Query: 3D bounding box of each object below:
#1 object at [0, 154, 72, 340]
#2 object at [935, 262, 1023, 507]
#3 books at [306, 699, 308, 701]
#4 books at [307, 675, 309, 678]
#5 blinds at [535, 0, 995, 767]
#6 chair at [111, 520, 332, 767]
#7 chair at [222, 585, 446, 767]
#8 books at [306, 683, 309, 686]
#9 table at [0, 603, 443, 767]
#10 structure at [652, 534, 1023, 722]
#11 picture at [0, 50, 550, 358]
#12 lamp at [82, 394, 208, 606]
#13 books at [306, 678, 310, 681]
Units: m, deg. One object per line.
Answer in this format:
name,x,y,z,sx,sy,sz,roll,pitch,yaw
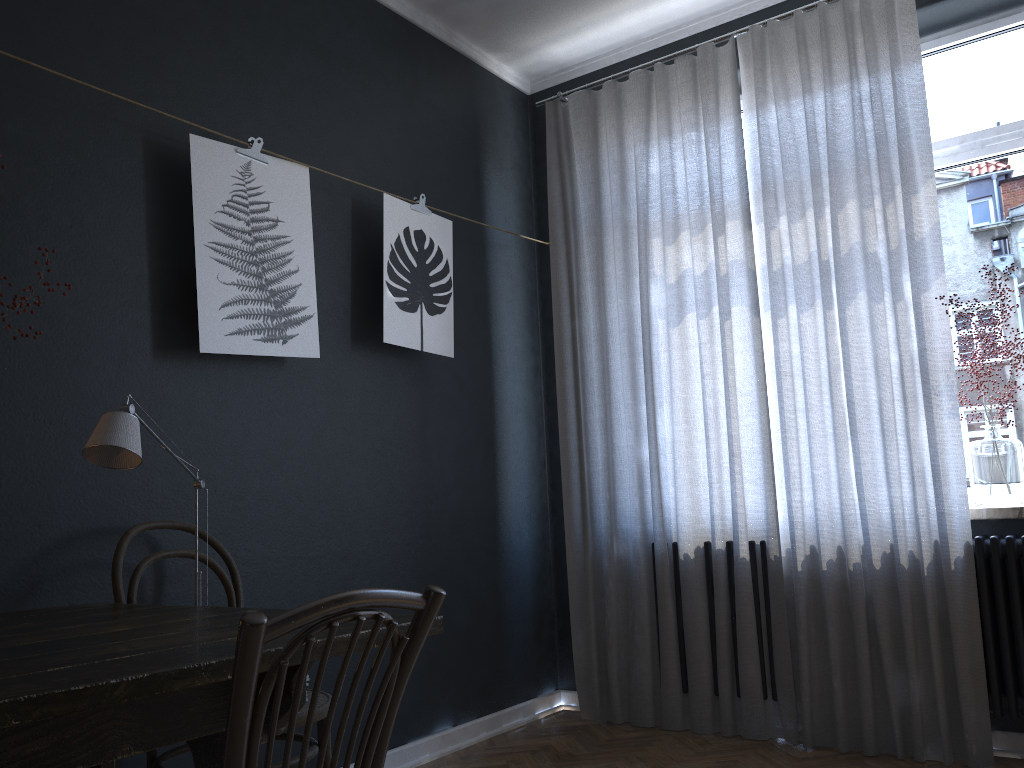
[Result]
object,-1.301,0.019,1.740,0.639,0.929,0.557,-3,-7,5
object,1.699,0.020,3.098,0.514,0.808,0.600,-4,-8,9
books,-0.699,0.802,2.201,0.219,0.008,0.305,-10,-11,41
books,-0.699,0.745,2.215,0.305,0.008,0.219,5,-11,-44
blinds,1.843,-0.172,2.903,3.996,2.783,0.312,-8,-9,35
chair,-0.717,0.800,2.243,0.549,0.919,0.438,-7,-9,32
chair,-0.350,0.679,1.143,0.467,0.818,0.363,-8,-9,34
books,-0.699,0.764,2.216,0.305,0.006,0.219,5,-11,-43
table,-1.025,0.765,1.198,1.127,0.726,1.606,-8,-10,35
structure,1.358,0.860,3.231,1.848,0.599,0.216,-8,-9,35
picture,-1.064,-0.498,2.402,0.058,0.769,4.462,-8,-9,35
lamp,-0.819,0.592,2.157,0.242,1.067,0.801,-1,-8,-10
books,-0.697,0.752,2.213,0.305,0.008,0.219,5,-11,-44
